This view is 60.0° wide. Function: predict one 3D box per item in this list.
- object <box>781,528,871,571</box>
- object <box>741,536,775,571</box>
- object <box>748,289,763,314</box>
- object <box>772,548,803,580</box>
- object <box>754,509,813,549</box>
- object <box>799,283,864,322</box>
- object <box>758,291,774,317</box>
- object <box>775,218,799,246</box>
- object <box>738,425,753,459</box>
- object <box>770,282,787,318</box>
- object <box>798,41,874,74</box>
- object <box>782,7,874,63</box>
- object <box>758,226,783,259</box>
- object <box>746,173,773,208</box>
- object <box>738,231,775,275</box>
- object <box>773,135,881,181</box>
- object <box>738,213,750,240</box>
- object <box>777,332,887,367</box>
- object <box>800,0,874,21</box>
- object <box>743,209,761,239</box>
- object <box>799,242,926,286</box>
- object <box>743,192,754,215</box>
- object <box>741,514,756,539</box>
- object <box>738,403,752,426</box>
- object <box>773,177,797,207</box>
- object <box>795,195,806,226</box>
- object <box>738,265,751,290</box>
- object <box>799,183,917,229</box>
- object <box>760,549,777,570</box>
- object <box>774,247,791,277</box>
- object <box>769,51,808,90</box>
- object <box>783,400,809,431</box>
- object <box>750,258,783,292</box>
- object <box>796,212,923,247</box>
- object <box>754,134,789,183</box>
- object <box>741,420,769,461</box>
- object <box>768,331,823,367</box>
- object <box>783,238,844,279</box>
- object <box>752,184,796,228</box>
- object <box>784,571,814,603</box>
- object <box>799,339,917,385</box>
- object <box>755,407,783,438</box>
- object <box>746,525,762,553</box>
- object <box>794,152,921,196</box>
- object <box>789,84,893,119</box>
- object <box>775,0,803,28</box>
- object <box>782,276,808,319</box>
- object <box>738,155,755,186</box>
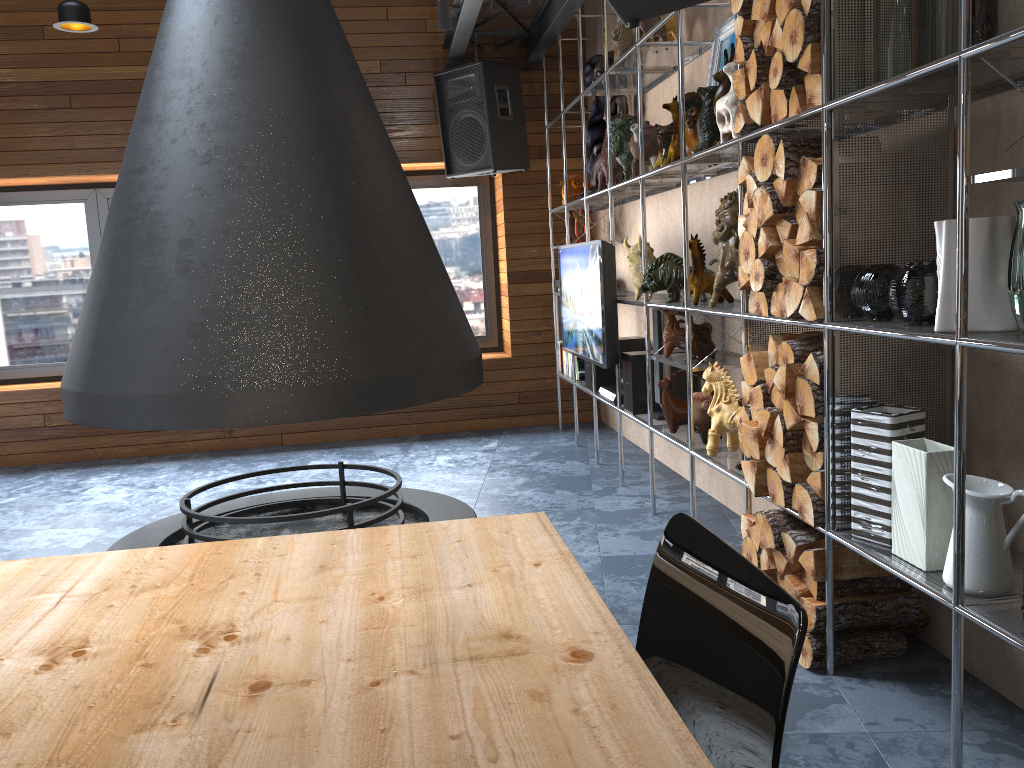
[{"bbox_3d":[0.977,0.482,2.680,0.309,0.131,0.099,-5,8,-11],"label":"object"},{"bbox_3d":[0.925,0.564,2.948,0.286,0.143,0.143,-4,8,-8],"label":"object"},{"bbox_3d":[0.925,-0.284,2.875,0.287,0.112,0.126,-4,8,-8],"label":"object"},{"bbox_3d":[0.978,0.541,2.745,0.330,0.098,0.107,-5,8,-12],"label":"object"},{"bbox_3d":[0.941,0.450,2.779,0.321,0.128,0.164,-4,8,-8],"label":"object"},{"bbox_3d":[0.969,-0.235,2.456,0.330,0.105,0.107,-4,8,-10],"label":"object"},{"bbox_3d":[0.933,-0.262,2.788,0.303,0.095,0.087,-4,8,-8],"label":"object"},{"bbox_3d":[0.949,-0.447,2.612,0.330,0.098,0.107,-5,8,-12],"label":"object"},{"bbox_3d":[0.926,0.178,2.959,0.321,0.109,0.110,-4,7,-7],"label":"object"},{"bbox_3d":[0.947,-0.262,2.678,0.299,0.114,0.135,-4,8,-10],"label":"object"},{"bbox_3d":[0.927,-0.863,2.365,0.303,0.088,0.095,-4,7,-6],"label":"object"},{"bbox_3d":[0.896,-0.948,2.410,0.286,0.143,0.143,-4,7,-7],"label":"object"},{"bbox_3d":[0.922,-0.443,2.691,0.331,0.110,0.101,-4,7,-6],"label":"object"},{"bbox_3d":[0.910,-0.608,2.729,0.362,0.115,0.098,-4,8,-8],"label":"object"},{"bbox_3d":[0.880,-0.423,2.813,0.286,0.143,0.143,-4,8,-8],"label":"object"},{"bbox_3d":[0.897,-0.643,2.537,0.289,0.121,0.107,-4,7,-7],"label":"object"},{"bbox_3d":[0.891,-0.493,2.858,0.309,0.121,0.111,-4,8,-8],"label":"object"},{"bbox_3d":[0.967,-0.106,2.681,0.312,0.150,0.140,-5,8,-11],"label":"object"},{"bbox_3d":[0.921,-1.006,2.354,0.309,0.121,0.111,-4,7,-7],"label":"object"},{"bbox_3d":[0.900,-0.511,2.769,0.329,0.107,0.128,-4,8,-7],"label":"object"},{"bbox_3d":[0.963,-0.328,2.436,0.321,0.109,0.110,-4,7,-7],"label":"object"},{"bbox_3d":[0.903,-0.591,2.834,0.299,0.114,0.135,-4,8,-10],"label":"object"},{"bbox_3d":[0.935,0.493,2.993,0.309,0.121,0.111,-4,8,-8],"label":"object"},{"bbox_3d":[0.921,0.087,2.932,0.331,0.110,0.107,-4,8,-10],"label":"object"},{"bbox_3d":[0.917,-0.564,2.566,0.303,0.090,0.098,-4,8,-9],"label":"object"},{"bbox_3d":[0.957,-0.490,2.511,0.290,0.153,0.112,-5,8,-11],"label":"object"},{"bbox_3d":[0.894,-0.353,2.883,0.303,0.088,0.095,-4,8,-9],"label":"object"},{"bbox_3d":[0.947,-0.489,2.431,0.308,0.120,0.098,-5,8,-12],"label":"object"},{"bbox_3d":[0.967,0.544,2.826,0.331,0.110,0.101,-4,7,-6],"label":"object"},{"bbox_3d":[0.948,-0.374,2.649,0.288,0.118,0.147,-5,8,-11],"label":"object"},{"bbox_3d":[0.890,-0.886,2.500,0.312,0.110,0.103,-4,7,-4],"label":"object"},{"bbox_3d":[0.974,0.082,2.590,0.329,0.107,0.128,-4,8,-7],"label":"object"},{"bbox_3d":[0.897,-0.341,2.742,0.312,0.110,0.103,-5,8,-11],"label":"object"},{"bbox_3d":[0.958,-0.423,2.439,0.331,0.110,0.107,-4,8,-10],"label":"object"},{"bbox_3d":[0.888,-0.670,2.633,0.312,0.150,0.140,-5,8,-11],"label":"object"},{"bbox_3d":[0.934,0.160,2.856,0.374,0.131,0.115,-5,8,-12],"label":"object"},{"bbox_3d":[0.960,-0.105,2.780,0.289,0.121,0.107,-4,7,-7],"label":"object"},{"bbox_3d":[0.945,-0.376,2.542,0.329,0.135,0.095,-5,8,-11],"label":"object"},{"bbox_3d":[0.897,-0.537,2.644,0.321,0.128,0.164,-4,8,-8],"label":"object"},{"bbox_3d":[0.990,0.611,2.677,0.329,0.135,0.095,-5,8,-11],"label":"object"},{"bbox_3d":[0.973,-0.067,2.500,0.308,0.107,0.121,-5,8,-11],"label":"object"},{"bbox_3d":[0.930,0.108,2.759,0.330,0.098,0.107,-5,8,-12],"label":"object"},{"bbox_3d":[0.945,0.476,2.903,0.329,0.107,0.128,-4,8,-7],"label":"object"},{"bbox_3d":[0.954,-0.580,2.457,0.299,0.119,0.151,-4,7,-5],"label":"object"},{"bbox_3d":[0.935,-0.800,2.485,0.303,0.095,0.087,-4,7,-7],"label":"object"},{"bbox_3d":[0.906,-1.045,2.436,0.329,0.107,0.128,-4,8,-8],"label":"object"},{"bbox_3d":[0.980,-0.253,2.556,0.362,0.131,0.154,-4,8,-7],"label":"object"},{"bbox_3d":[0.884,-0.678,2.818,0.308,0.107,0.121,-5,8,-11],"label":"object"}]
